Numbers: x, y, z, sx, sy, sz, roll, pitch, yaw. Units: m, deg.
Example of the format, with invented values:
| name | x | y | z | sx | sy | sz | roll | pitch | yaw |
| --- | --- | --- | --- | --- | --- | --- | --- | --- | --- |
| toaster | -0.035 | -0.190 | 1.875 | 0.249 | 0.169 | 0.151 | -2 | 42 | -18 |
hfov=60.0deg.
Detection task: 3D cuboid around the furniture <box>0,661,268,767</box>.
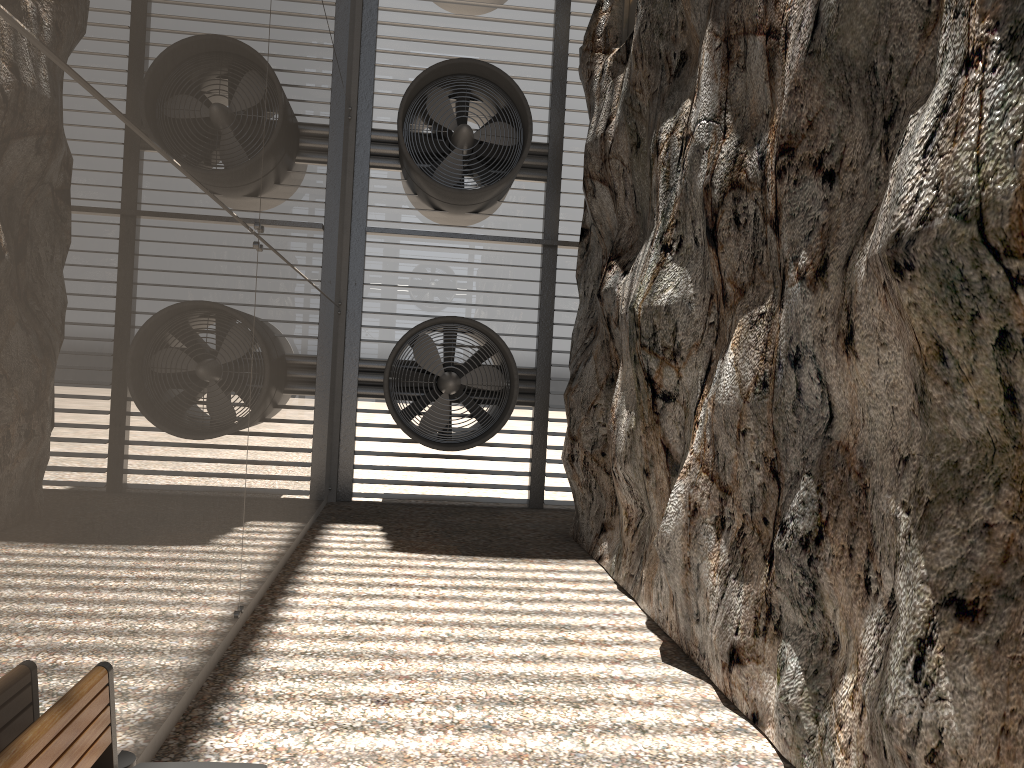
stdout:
| name | x | y | z | sx | sy | sz | roll | pitch | yaw |
| --- | --- | --- | --- | --- | --- | --- | --- | --- | --- |
| furniture | -0.978 | 1.271 | 1.854 | 0.595 | 0.796 | 2.153 | 3 | 0 | -6 |
